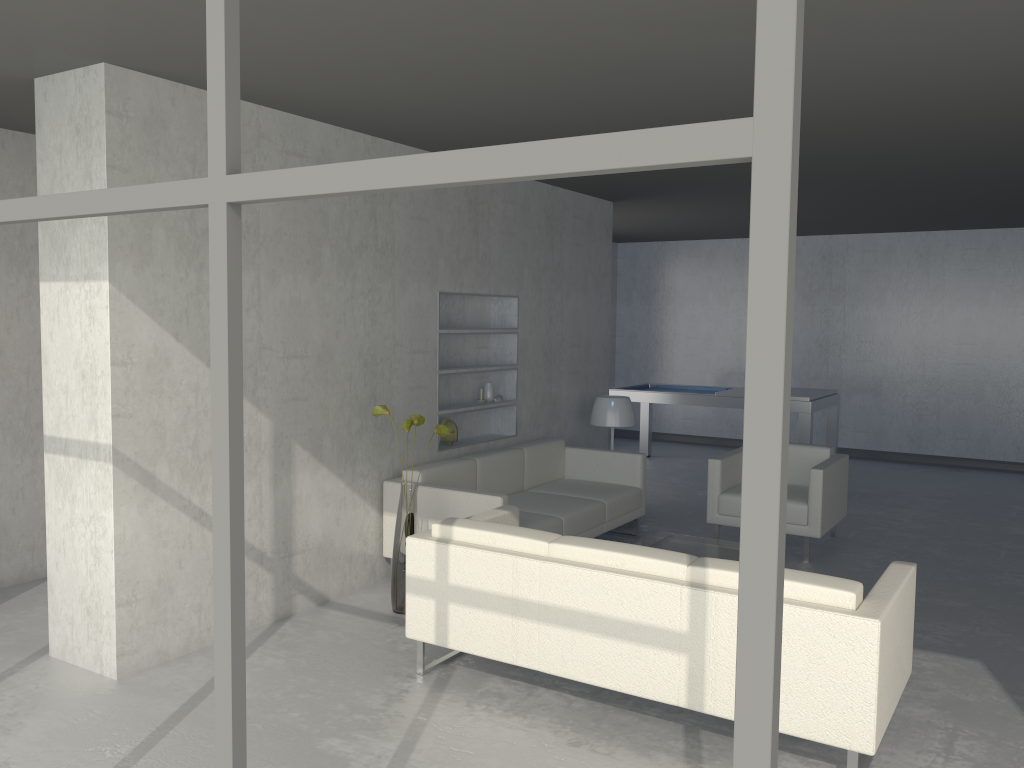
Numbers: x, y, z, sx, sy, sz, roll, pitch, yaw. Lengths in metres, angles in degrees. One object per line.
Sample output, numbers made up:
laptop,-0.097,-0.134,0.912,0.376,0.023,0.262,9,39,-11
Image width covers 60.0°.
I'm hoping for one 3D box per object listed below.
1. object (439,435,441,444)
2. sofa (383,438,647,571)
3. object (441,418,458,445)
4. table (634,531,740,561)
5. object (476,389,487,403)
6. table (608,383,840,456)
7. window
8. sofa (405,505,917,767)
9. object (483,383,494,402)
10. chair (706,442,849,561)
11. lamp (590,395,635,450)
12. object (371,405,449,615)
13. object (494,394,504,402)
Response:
object,-0.495,0.342,5.652,0.086,0.128,0.086,5,6,43
sofa,0.109,0.777,5.616,0.821,0.658,1.881,3,5,32
object,-0.394,0.308,5.763,0.088,0.179,0.163,2,4,22
table,1.067,1.062,5.086,0.773,0.190,0.730,3,5,32
object,-0.211,0.079,6.086,0.074,0.094,0.074,0,4,-4
table,2.056,0.454,8.892,2.095,0.835,1.180,3,5,32
window,-1.383,0.094,2.216,4.080,2.477,0.037,3,5,32
sofa,0.559,0.928,3.615,1.881,0.658,0.821,3,5,32
object,-0.162,0.056,6.153,0.079,0.130,0.079,3,5,30
chair,1.834,0.761,6.101,0.748,0.662,0.821,3,5,32
lamp,0.774,0.388,6.837,0.347,0.582,0.347,1,4,0
object,-0.497,0.640,4.716,0.400,1.051,0.387,-2,5,-30
object,-0.090,0.097,6.165,0.064,0.050,0.064,4,5,37
